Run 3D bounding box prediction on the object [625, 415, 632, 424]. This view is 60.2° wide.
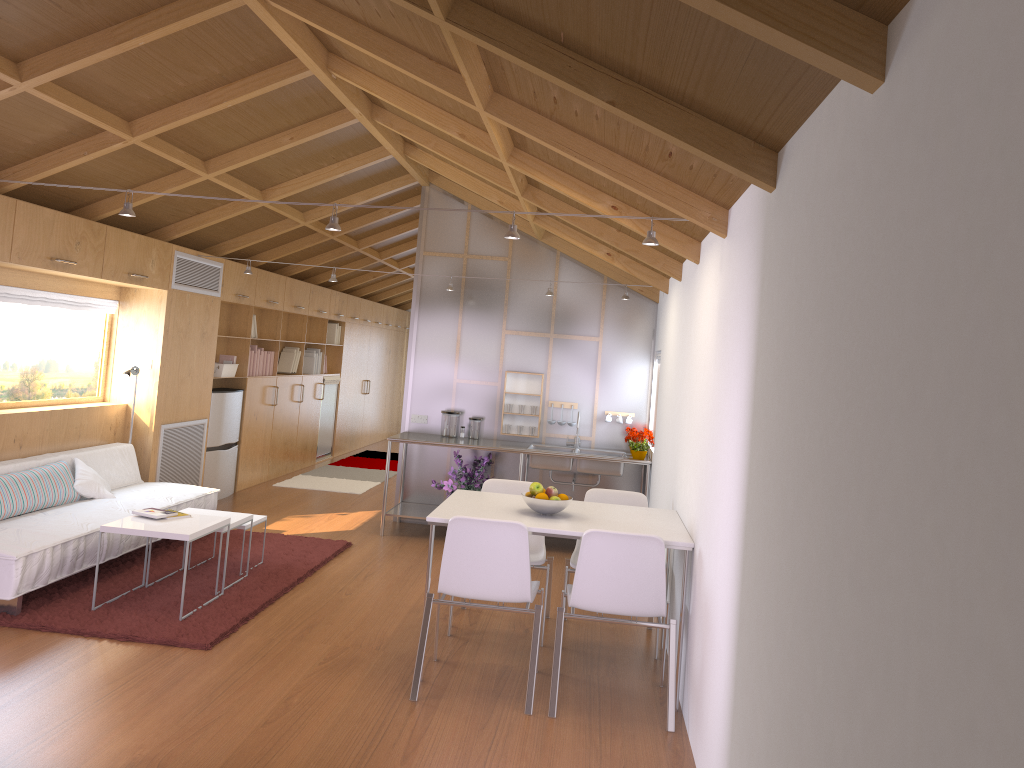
[{"bbox_3d":[0.994,0.301,7.516,0.059,0.080,0.062,4,-1,6],"label":"object"}]

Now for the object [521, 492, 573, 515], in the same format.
[{"bbox_3d":[0.169,0.595,4.346,0.254,0.091,0.255,4,2,-42],"label":"object"}]

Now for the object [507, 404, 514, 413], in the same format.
[{"bbox_3d":[-0.020,0.211,7.596,0.061,0.077,0.061,4,-1,18],"label":"object"}]

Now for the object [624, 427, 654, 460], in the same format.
[{"bbox_3d":[1.028,0.478,7.191,0.233,0.235,0.687,5,1,6],"label":"object"}]

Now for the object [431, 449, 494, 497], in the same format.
[{"bbox_3d":[-0.400,0.807,7.210,0.524,0.554,0.350,5,-2,-3],"label":"object"}]

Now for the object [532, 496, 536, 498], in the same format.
[{"bbox_3d":[0.135,0.578,4.355,0.080,0.090,0.078,5,-1,-35],"label":"object"}]

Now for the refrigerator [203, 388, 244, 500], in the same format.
[{"bbox_3d":[-2.737,0.546,8.158,0.262,0.990,0.711,4,-1,5],"label":"refrigerator"}]

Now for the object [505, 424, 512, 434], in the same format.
[{"bbox_3d":[-0.034,0.388,7.587,0.061,0.077,0.061,4,-1,18],"label":"object"}]

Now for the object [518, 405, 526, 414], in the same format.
[{"bbox_3d":[0.083,0.219,7.586,0.061,0.077,0.061,5,-1,-21],"label":"object"}]

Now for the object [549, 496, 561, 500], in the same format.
[{"bbox_3d":[0.210,0.580,4.294,0.070,0.069,0.077,5,0,6],"label":"object"}]

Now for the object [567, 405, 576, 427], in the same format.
[{"bbox_3d":[0.513,0.271,7.541,0.075,0.183,0.074,3,-3,37],"label":"object"}]

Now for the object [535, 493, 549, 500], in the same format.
[{"bbox_3d":[0.145,0.561,4.285,0.067,0.068,0.067,5,-1,-19],"label":"object"}]

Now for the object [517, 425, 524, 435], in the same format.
[{"bbox_3d":[0.069,0.396,7.577,0.061,0.077,0.061,5,-1,-21],"label":"object"}]

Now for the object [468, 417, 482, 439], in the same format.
[{"bbox_3d":[-0.321,0.381,7.562,0.113,0.177,0.112,4,-2,26],"label":"object"}]

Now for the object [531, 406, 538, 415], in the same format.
[{"bbox_3d":[0.186,0.228,7.575,0.061,0.077,0.061,5,-1,-21],"label":"object"}]

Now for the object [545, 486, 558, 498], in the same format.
[{"bbox_3d":[0.193,0.536,4.344,0.063,0.067,0.061,4,-1,44],"label":"object"}]

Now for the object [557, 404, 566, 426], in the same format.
[{"bbox_3d":[0.427,0.264,7.549,0.075,0.183,0.074,3,-3,37],"label":"object"}]

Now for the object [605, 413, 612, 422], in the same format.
[{"bbox_3d":[0.823,0.287,7.532,0.059,0.080,0.062,4,-1,6],"label":"object"}]

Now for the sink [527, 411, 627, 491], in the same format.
[{"bbox_3d":[0.540,0.551,7.276,0.810,0.643,0.562,5,-1,5],"label":"sink"}]

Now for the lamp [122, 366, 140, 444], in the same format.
[{"bbox_3d":[-2.887,0.462,6.669,0.182,1.201,0.254,6,-3,-19],"label":"lamp"}]

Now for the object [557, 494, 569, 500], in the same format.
[{"bbox_3d":[0.247,0.575,4.353,0.067,0.066,0.068,5,-1,-40],"label":"object"}]

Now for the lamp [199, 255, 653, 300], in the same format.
[{"bbox_3d":[-0.697,-0.848,7.140,3.830,0.153,0.072,5,-2,6],"label":"lamp"}]

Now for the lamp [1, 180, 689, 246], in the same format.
[{"bbox_3d":[-0.995,-0.781,3.967,3.830,0.153,0.072,5,-2,6],"label":"lamp"}]

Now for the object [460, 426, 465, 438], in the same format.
[{"bbox_3d":[-0.419,0.405,7.473,0.037,0.093,0.037,4,-2,20],"label":"object"}]

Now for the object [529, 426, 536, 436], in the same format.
[{"bbox_3d":[0.171,0.405,7.567,0.061,0.077,0.061,5,-1,-21],"label":"object"}]

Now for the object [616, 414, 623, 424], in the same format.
[{"bbox_3d":[0.915,0.296,7.518,0.059,0.081,0.062,4,-1,13],"label":"object"}]

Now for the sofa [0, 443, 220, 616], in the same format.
[{"bbox_3d":[-2.700,0.807,5.466,0.863,0.630,2.349,5,1,5],"label":"sofa"}]

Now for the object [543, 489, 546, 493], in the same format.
[{"bbox_3d":[0.140,0.550,4.422,0.067,0.068,0.067,5,-1,-19],"label":"object"}]

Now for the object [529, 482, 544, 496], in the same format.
[{"bbox_3d":[0.120,0.515,4.330,0.070,0.069,0.077,5,0,6],"label":"object"}]

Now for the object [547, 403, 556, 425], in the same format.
[{"bbox_3d":[0.342,0.257,7.558,0.075,0.183,0.074,3,-3,37],"label":"object"}]

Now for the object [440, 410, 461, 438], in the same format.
[{"bbox_3d":[-0.529,0.343,7.564,0.172,0.216,0.171,4,-1,19],"label":"object"}]
